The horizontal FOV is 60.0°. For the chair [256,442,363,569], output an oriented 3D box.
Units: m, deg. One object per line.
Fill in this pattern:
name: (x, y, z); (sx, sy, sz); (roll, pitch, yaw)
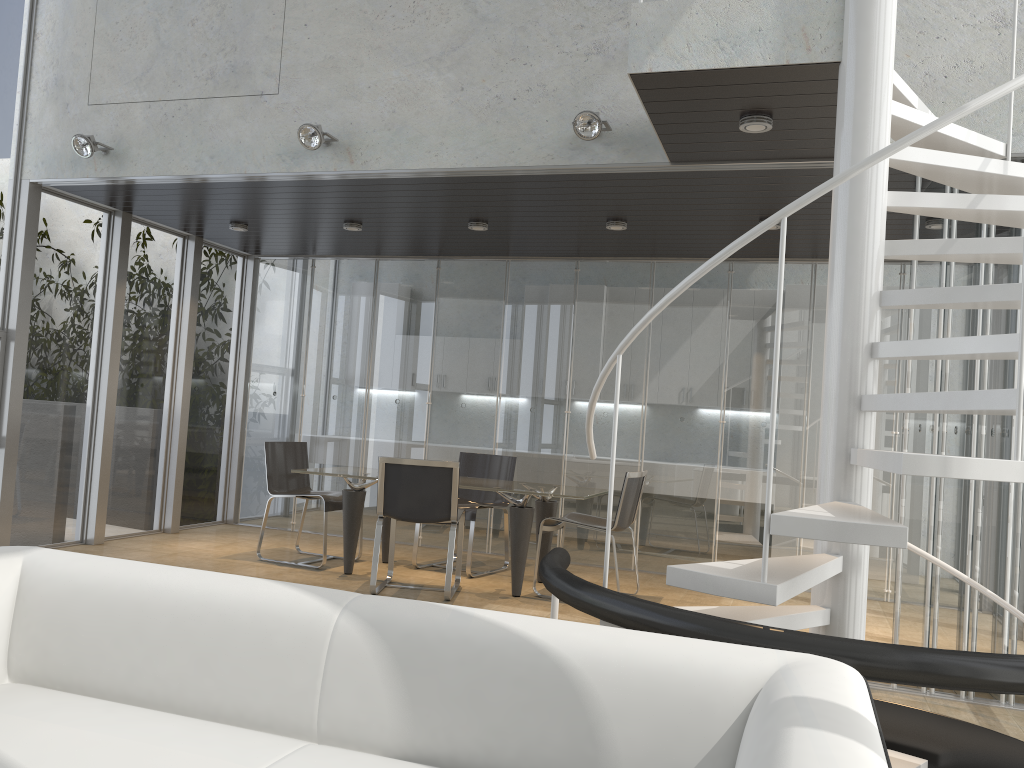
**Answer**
chair: (-1.588, 0.942, 7.056); (0.660, 0.922, 0.546); (3, -3, 23)

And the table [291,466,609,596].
table: (-0.471, 1.090, 6.691); (2.250, 0.733, 0.900); (3, -2, 18)

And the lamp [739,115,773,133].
lamp: (1.142, -1.217, 4.154); (0.149, 0.038, 0.149); (2, -3, 33)

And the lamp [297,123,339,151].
lamp: (-1.205, -1.505, 5.464); (0.197, 0.154, 0.254); (3, -2, 18)

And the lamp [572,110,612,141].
lamp: (0.437, -1.416, 4.924); (0.197, 0.154, 0.254); (3, -2, 18)

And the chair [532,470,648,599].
chair: (0.576, 1.059, 6.339); (0.660, 0.922, 0.546); (3, -3, 23)

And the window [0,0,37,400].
window: (-3.651, -1.638, 5.980); (0.050, 5.700, 0.800); (3, -2, 18)

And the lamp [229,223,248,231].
lamp: (-2.291, -1.313, 7.432); (0.149, 0.038, 0.149); (2, -3, 33)

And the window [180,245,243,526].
window: (-2.920, 0.021, 8.524); (0.010, 2.645, 0.741); (3, -2, 18)

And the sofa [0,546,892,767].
sofa: (-0.560, 0.868, 2.050); (2.601, 0.638, 0.971); (3, -2, 18)

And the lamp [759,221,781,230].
lamp: (1.774, -1.094, 6.097); (0.149, 0.038, 0.149); (2, -3, 33)

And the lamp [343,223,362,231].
lamp: (-1.275, -1.258, 7.099); (0.149, 0.038, 0.149); (2, -3, 33)

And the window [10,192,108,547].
window: (-3.484, -0.089, 6.790); (0.010, 2.645, 0.741); (3, -2, 18)

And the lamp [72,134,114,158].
lamp: (-2.852, -1.595, 5.991); (0.197, 0.154, 0.228); (3, -2, 18)

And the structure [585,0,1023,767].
structure: (-0.335, 0.970, 5.418); (6.700, 6.900, 4.916); (3, -2, 18)

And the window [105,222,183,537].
window: (-3.202, -0.034, 7.657); (0.010, 2.645, 0.741); (3, -2, 18)

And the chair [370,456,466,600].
chair: (-0.628, 0.969, 6.140); (0.546, 0.922, 0.660); (4, -2, 3)

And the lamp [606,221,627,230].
lamp: (0.758, -1.148, 6.431); (0.149, 0.038, 0.149); (2, -3, 33)

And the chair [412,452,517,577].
chair: (-0.371, 1.028, 7.146); (0.546, 0.922, 0.660); (3, -3, 28)

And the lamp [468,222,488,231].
lamp: (-0.258, -1.203, 6.765); (0.149, 0.038, 0.149); (2, -3, 33)

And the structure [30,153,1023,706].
structure: (-2.357, -2.115, 3.437); (9.817, 6.605, 10.665); (3, -2, 17)
